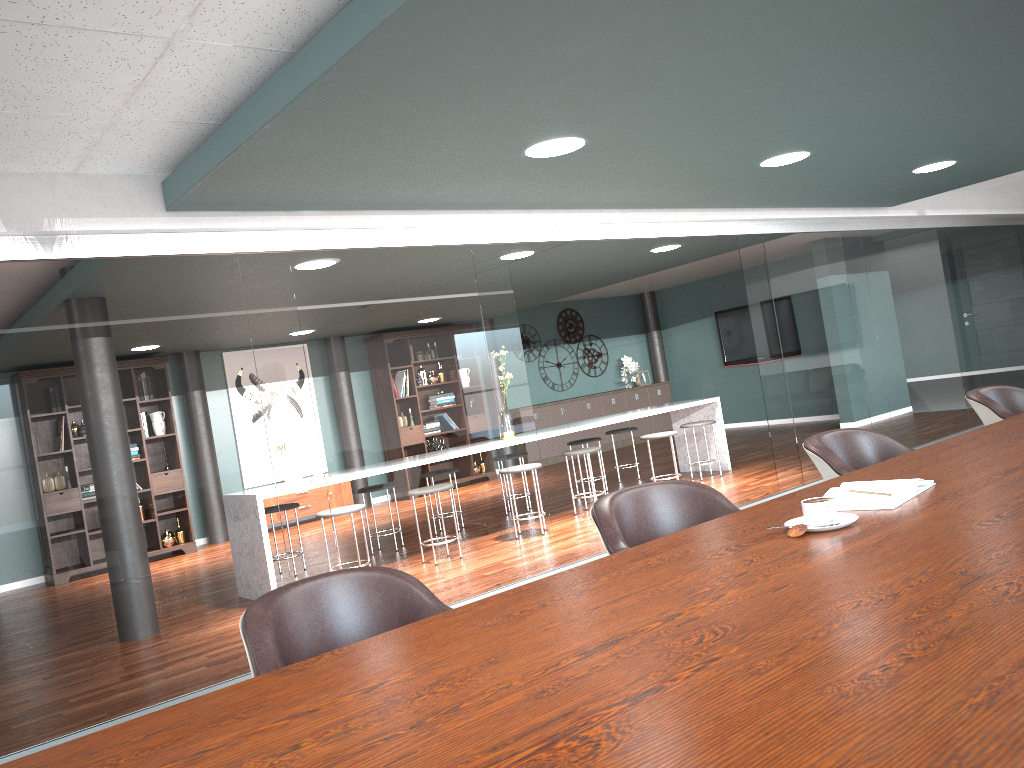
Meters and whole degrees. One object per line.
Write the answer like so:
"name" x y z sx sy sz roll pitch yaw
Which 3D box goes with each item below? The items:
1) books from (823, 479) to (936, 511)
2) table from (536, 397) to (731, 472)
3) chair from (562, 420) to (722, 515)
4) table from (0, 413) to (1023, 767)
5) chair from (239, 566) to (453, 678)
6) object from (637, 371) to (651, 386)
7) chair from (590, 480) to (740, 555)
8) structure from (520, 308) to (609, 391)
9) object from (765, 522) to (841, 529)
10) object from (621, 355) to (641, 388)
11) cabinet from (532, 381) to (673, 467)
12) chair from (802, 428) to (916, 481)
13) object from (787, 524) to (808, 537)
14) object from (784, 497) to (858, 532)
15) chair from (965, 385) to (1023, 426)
"books" 0.838 0.246 2.050 0.180 0.032 0.285 -10 0 42
"table" 0.049 0.783 7.205 4.577 0.699 0.609 -9 0 -38
"chair" 0.052 0.879 7.270 4.029 0.512 1.479 -9 0 -38
"table" 2.386 0.368 2.699 6.694 0.706 1.374 -9 0 -38
"chair" -0.234 0.768 1.739 0.535 0.761 0.518 -9 0 -32
"object" 1.984 -0.087 13.308 0.174 0.207 0.042 -9 0 -19
"chair" 0.505 0.649 2.321 0.535 0.761 0.518 -9 0 -17
"structure" 0.723 -0.492 12.754 1.791 1.178 0.017 -9 0 -38
"object" 0.590 0.293 1.804 0.155 0.012 0.034 -10 0 29
"object" 1.775 -0.196 13.258 0.221 0.495 0.600 -10 0 26
"cabinet" -2.439 1.149 9.864 12.287 0.820 0.402 -9 0 -38
"chair" 1.293 0.522 2.944 0.535 0.761 0.518 -9 0 -32
"object" 0.573 0.294 1.780 0.044 0.021 0.041 -10 0 44
"object" 0.635 0.267 1.831 0.146 0.056 0.146 -9 0 -13
"chair" 2.228 0.371 3.683 0.535 0.761 0.518 -9 0 -32
